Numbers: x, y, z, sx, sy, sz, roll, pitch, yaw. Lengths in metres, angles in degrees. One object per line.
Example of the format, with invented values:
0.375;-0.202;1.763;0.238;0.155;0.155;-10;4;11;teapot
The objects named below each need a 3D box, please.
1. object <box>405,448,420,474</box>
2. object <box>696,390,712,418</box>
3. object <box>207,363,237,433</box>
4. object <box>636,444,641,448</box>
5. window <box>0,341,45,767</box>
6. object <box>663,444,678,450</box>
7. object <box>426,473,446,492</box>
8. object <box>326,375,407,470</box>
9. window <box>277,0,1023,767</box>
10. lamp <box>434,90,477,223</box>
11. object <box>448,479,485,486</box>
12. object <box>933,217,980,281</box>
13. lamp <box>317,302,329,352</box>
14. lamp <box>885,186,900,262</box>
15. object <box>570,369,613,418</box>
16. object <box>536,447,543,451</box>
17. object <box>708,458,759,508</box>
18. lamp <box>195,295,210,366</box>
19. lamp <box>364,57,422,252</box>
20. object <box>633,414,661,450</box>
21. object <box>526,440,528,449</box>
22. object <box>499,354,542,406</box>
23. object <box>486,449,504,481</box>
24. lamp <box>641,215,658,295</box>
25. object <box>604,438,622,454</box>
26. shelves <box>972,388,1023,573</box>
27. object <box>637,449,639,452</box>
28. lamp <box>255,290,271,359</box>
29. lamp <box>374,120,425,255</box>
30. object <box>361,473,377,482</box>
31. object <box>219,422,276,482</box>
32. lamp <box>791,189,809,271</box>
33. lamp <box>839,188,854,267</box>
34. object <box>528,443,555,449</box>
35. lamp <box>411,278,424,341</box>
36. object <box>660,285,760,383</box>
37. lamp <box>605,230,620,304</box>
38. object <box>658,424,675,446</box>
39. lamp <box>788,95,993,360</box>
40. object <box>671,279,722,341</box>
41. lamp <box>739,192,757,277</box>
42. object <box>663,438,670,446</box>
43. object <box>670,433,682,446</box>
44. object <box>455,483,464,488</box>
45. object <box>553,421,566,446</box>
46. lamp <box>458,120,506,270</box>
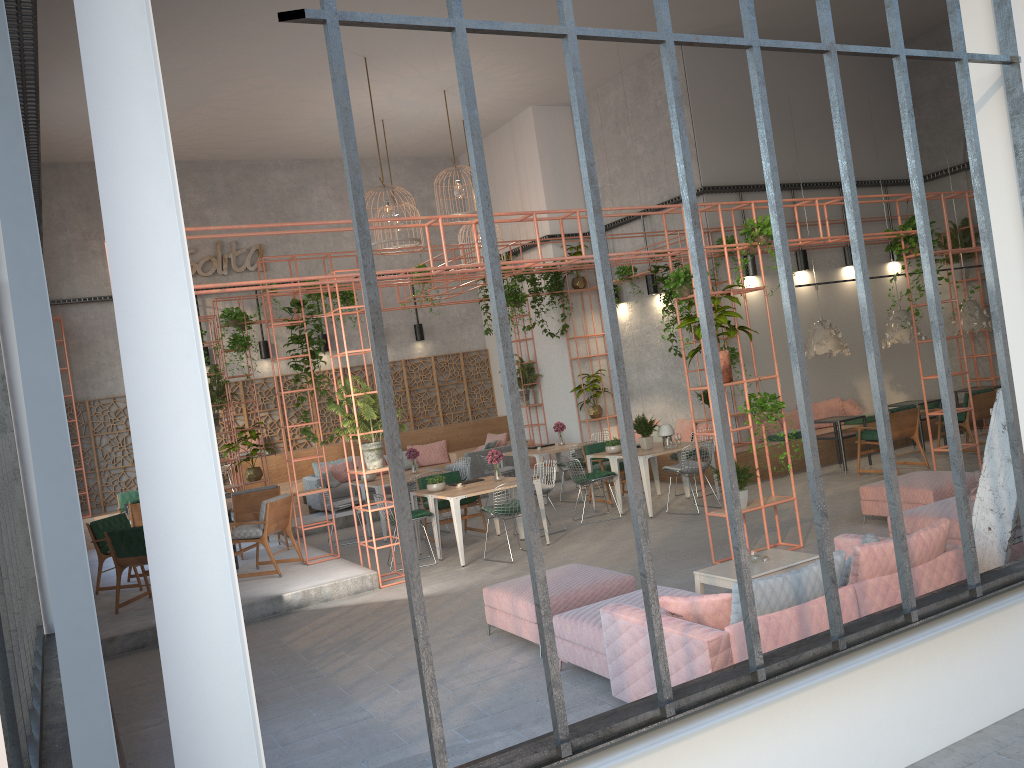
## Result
-1.565;1.215;14.059;0.225;0.414;0.213;-9;1;-35;object
3.180;0.283;14.236;0.368;0.527;0.438;-9;0;-28;object
-4.783;0.236;14.044;0.900;1.101;0.894;-8;0;26;object
1.816;0.920;13.085;0.427;0.031;0.268;-9;0;-28;object
-2.835;-1.067;4.488;0.089;5.538;4.127;-9;0;-28;window
2.177;0.865;12.178;0.218;0.041;0.218;-8;0;-19;object
-0.972;1.259;11.341;0.252;0.247;0.247;-9;0;-28;object
-1.675;0.431;10.226;0.900;1.100;0.894;-8;0;1;object
0.765;-1.585;3.564;4.126;5.544;0.089;-9;0;-28;window
-1.111;-4.636;15.664;0.883;3.476;0.883;-8;0;25;lamp
-0.607;1.310;11.771;0.427;0.031;0.268;-9;0;-28;object
8.015;-2.409;15.964;0.894;1.101;0.900;-8;0;31;object
-4.014;-1.381;18.484;0.185;1.436;0.185;-8;0;13;lamp
7.094;-3.002;16.598;0.179;1.425;0.185;-9;0;-28;lamp
1.523;0.207;17.203;0.903;0.919;0.934;-8;1;34;object
0.458;1.086;14.911;0.115;0.078;0.115;-9;0;-22;object
2.205;0.976;8.823;0.368;0.527;0.438;-9;0;-28;object
-6.104;-1.066;17.369;0.185;1.436;0.185;-8;0;13;lamp
-2.078;-3.837;13.622;0.883;3.476;0.883;-8;0;25;lamp
1.862;0.665;12.582;0.368;0.527;0.438;-9;0;-28;object
0.144;1.041;15.151;0.254;0.247;0.248;-9;0;-28;object
0.184;-0.095;18.473;0.900;1.097;0.894;-8;0;1;object
-0.207;1.048;11.467;0.225;0.414;0.213;-9;1;-35;object
2.425;-2.312;15.867;0.185;1.425;0.179;-9;0;-28;lamp
1.450;0.868;12.654;0.254;0.247;0.248;-9;0;-28;object
3.527;0.782;6.015;0.842;1.618;0.856;-9;0;-28;shelves
1.723;0.918;12.493;0.115;0.078;0.115;-9;0;-22;object
-5.085;-1.220;17.912;0.185;1.436;0.185;-8;0;13;lamp
-2.336;-4.245;16.802;0.883;3.476;0.883;-8;0;25;lamp
-2.247;1.402;13.876;0.252;0.247;0.247;-9;0;-28;object
-4.209;1.098;14.087;0.903;0.923;0.934;-8;0;29;object
4.990;-2.685;15.475;0.179;1.425;0.185;-9;0;-28;lamp
6.037;-2.843;16.034;0.179;1.425;0.185;-9;0;-28;lamp
0.511;1.093;15.582;0.427;0.031;0.268;-9;0;-28;object
-2.117;-1.667;19.495;0.179;1.436;0.185;-9;0;-28;lamp
1.947;-0.468;8.708;0.924;0.946;0.923;-8;0;28;object
1.866;-2.238;16.936;0.185;1.425;0.179;-9;0;-28;lamp
2.199;0.733;12.631;0.241;0.313;0.241;-8;0;17;object
6.067;-2.614;14.312;4.456;4.052;0.704;-9;0;-28;lamp
2.942;-1.164;14.095;0.903;0.947;0.934;-8;0;24;object
3.933;-2.526;14.912;0.179;1.425;0.185;-9;0;-28;lamp
2.172;0.824;12.419;0.095;0.119;0.095;-8;0;-4;object
2.342;0.785;12.550;0.210;0.154;0.165;-9;1;-38;object
-0.670;1.299;11.362;0.115;0.073;0.115;-9;1;-33;object
0.833;0.854;15.338;0.225;0.414;0.213;-9;1;-35;object
-0.796;-4.054;17.568;0.883;3.476;0.883;-8;0;25;lamp
